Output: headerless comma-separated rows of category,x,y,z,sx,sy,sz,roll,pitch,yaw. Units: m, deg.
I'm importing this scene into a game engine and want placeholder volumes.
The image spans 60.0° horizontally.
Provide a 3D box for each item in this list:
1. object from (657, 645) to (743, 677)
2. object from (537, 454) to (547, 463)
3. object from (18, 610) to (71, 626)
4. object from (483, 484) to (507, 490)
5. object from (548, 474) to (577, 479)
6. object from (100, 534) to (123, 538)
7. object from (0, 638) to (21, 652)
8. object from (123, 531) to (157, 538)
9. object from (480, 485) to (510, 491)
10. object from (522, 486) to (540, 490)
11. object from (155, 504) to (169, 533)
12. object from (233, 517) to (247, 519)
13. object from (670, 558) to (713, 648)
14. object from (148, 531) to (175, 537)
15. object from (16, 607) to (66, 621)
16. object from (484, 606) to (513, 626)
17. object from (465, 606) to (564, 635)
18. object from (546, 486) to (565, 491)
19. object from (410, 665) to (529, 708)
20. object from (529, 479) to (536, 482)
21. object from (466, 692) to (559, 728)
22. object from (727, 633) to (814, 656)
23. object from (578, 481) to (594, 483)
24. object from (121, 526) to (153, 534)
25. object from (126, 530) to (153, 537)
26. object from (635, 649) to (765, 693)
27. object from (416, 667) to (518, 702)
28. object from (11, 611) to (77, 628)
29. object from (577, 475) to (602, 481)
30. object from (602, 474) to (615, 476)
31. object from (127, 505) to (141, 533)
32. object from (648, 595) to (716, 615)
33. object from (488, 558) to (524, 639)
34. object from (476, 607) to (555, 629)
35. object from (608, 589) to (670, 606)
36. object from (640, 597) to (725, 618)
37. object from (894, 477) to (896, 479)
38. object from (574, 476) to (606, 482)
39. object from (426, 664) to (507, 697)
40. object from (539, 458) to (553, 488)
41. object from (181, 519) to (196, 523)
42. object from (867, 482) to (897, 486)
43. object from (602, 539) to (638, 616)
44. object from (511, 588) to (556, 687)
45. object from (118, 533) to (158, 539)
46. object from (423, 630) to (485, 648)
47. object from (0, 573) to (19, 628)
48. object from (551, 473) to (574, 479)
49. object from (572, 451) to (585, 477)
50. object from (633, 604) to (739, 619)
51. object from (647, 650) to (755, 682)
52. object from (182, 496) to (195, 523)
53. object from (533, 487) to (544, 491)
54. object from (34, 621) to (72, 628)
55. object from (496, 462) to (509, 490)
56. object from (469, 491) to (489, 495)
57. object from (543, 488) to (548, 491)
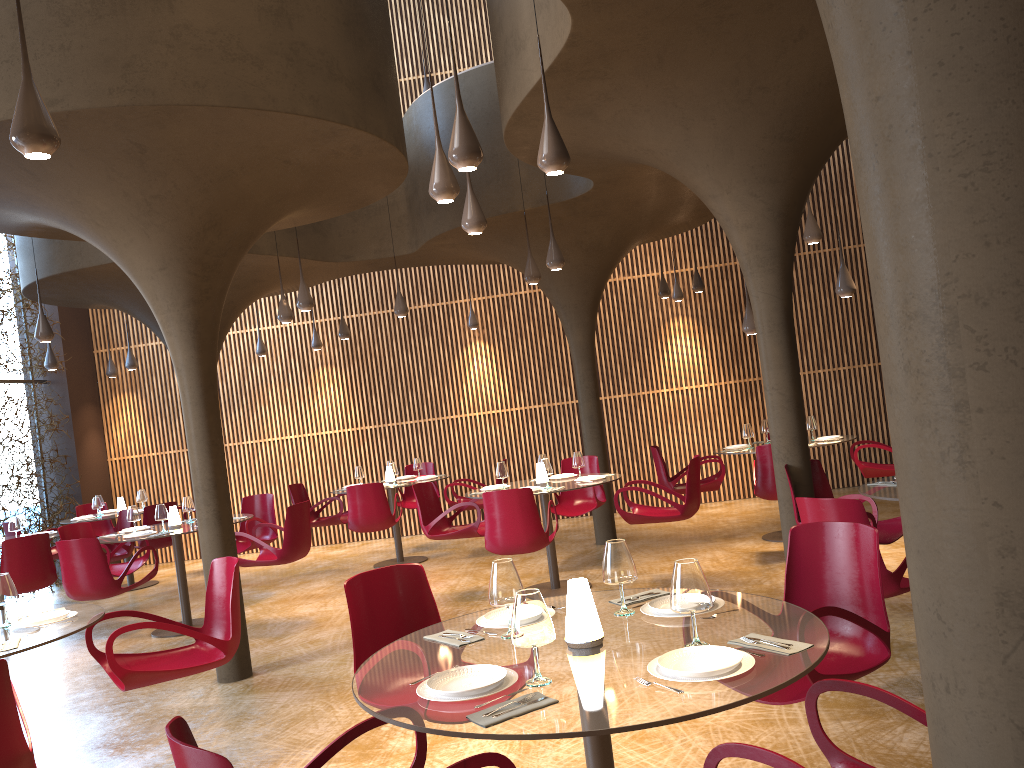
object,0.587,0.868,2.763,0.263,0.029,0.263,-8,-1,27
object,0.349,0.924,9.764,0.142,0.295,0.141,-7,0,38
object,-2.629,1.320,4.989,0.263,0.029,0.263,-6,-2,-38
object,-0.182,1.114,9.553,0.263,0.029,0.263,-7,-1,13
object,0.565,1.038,9.883,0.331,0.014,0.332,-7,-1,-12
object,-4.370,1.659,9.693,0.262,0.017,0.126,-8,-1,23
object,-2.540,1.314,4.447,0.126,0.017,0.262,-7,-1,-26
object,-3.902,1.585,9.301,0.332,0.014,0.332,-7,-1,-1
object,-0.181,1.124,9.553,0.332,0.014,0.331,-8,-1,33
object,0.155,1.057,8.891,0.263,0.029,0.263,-8,-1,25
object,-3.712,1.425,9.404,0.142,0.295,0.142,-7,0,-2
object,-3.094,1.504,9.919,0.262,0.017,0.126,-8,-1,27
object,0.606,0.743,2.993,0.142,0.295,0.141,-7,0,33
object,-3.628,1.555,9.175,0.126,0.017,0.261,-8,-1,21
object,-2.785,1.363,5.246,0.261,0.017,0.126,-6,-2,-35
object,0.015,0.960,3.670,0.263,0.029,0.263,-8,-2,43
object,0.019,0.971,3.674,0.410,0.012,0.205,-6,-2,-42
object,0.430,1.037,8.764,0.126,0.017,0.261,-8,-1,21
object,-0.146,0.973,2.869,0.204,0.012,0.411,-6,-2,-36
object,0.285,1.082,9.989,0.126,0.017,0.261,-8,-1,17
object,0.002,0.955,2.600,0.261,0.017,0.126,-6,-1,-32
object,0.848,0.856,2.916,0.126,0.017,0.262,-6,-1,-34
object,0.812,0.994,9.243,0.204,0.012,0.410,-8,-1,22
object,-4.237,1.643,9.968,0.204,0.012,0.410,-8,-1,18
object,-3.903,1.575,9.301,0.263,0.029,0.263,-7,-1,15
object,0.585,0.879,2.760,0.410,0.012,0.205,-6,-2,-38
object,-0.143,0.972,2.866,0.332,0.014,0.332,-7,-1,3
object,-2.628,1.330,4.989,0.332,0.014,0.331,-8,-1,29
object,0.812,0.983,9.247,0.263,0.029,0.263,-7,-1,14
object,0.964,0.987,9.509,0.262,0.017,0.126,-8,-1,27
object,-4.159,1.489,9.751,0.142,0.295,0.141,-7,0,44
object,0.674,0.874,3.510,0.263,0.029,0.263,-7,-1,4
object,-0.019,0.831,3.437,0.141,0.295,0.142,-7,0,-28
object,0.016,0.970,3.670,0.332,0.014,0.331,-7,-1,14
object,0.549,0.912,3.784,0.261,0.017,0.126,-6,-1,-28
object,0.675,0.883,3.510,0.332,0.014,0.331,-7,-1,10
object,2.920,0.665,6.358,0.331,0.014,0.332,-7,-1,-10
object,0.813,0.993,9.247,0.332,0.014,0.331,-8,-2,40
object,-0.144,0.962,2.865,0.263,0.029,0.263,-8,-2,42
object,0.346,0.907,8.993,0.142,0.295,0.142,-7,0,-2
object,-3.773,1.600,10.400,0.126,0.017,0.261,-8,-1,17
object,2.645,0.704,6.239,0.126,0.017,0.262,-7,-1,-27
object,0.434,0.777,3.566,0.142,0.295,0.141,-7,0,38
object,0.067,0.807,2.823,0.142,0.295,0.142,-7,0,0
object,-3.906,1.586,9.302,0.411,0.012,0.204,-8,-1,17
object,-0.230,1.004,3.499,0.126,0.017,0.262,-6,-2,-38
object,-2.874,1.224,5.018,0.142,0.295,0.142,-7,0,20
object,0.564,1.028,9.883,0.263,0.029,0.263,-7,-1,8
object,0.713,0.872,9.464,0.142,0.295,0.142,-7,0,-19
object,0.678,0.884,3.506,0.204,0.012,0.411,-6,-1,-33
object,0.588,0.878,2.763,0.332,0.014,0.331,-8,-1,31
object,-3.709,1.442,10.175,0.142,0.295,0.142,-7,0,-7
object,0.156,1.067,8.891,0.332,0.014,0.332,-7,-1,-4
object,-2.624,1.331,4.986,0.204,0.012,0.411,-6,-2,-39
object,-0.101,0.971,9.341,0.142,0.295,0.141,-7,0,44
object,-0.312,1.142,9.282,0.262,0.017,0.126,-8,-1,23
object,0.152,1.069,8.892,0.411,0.012,0.204,-8,-1,17
